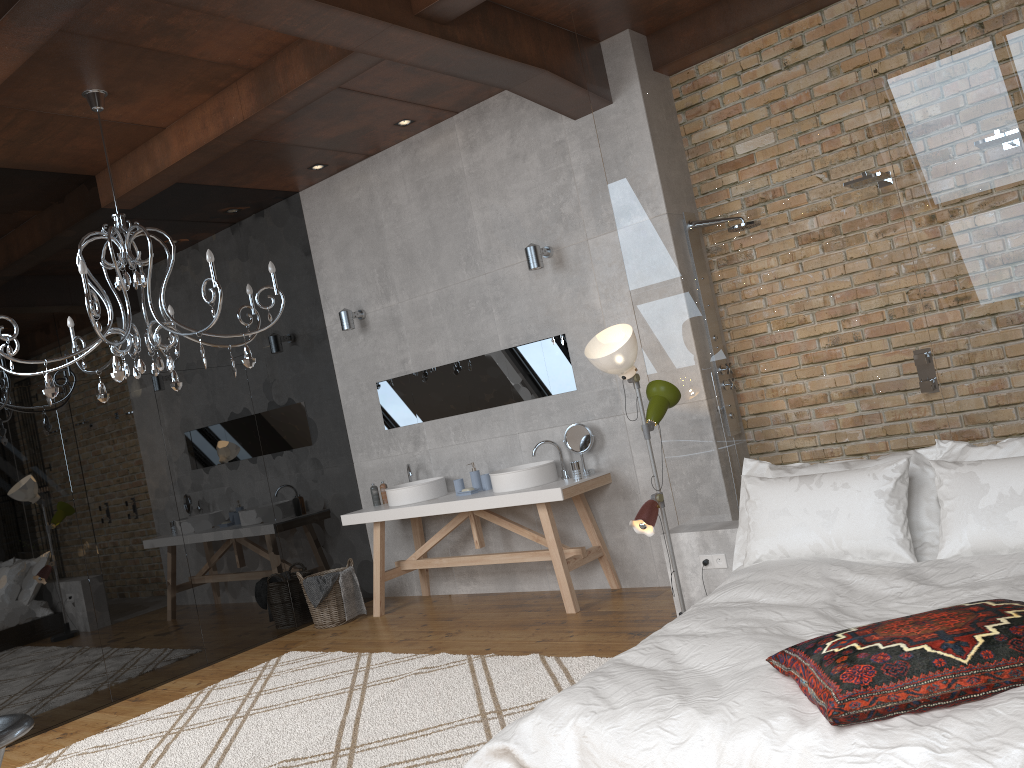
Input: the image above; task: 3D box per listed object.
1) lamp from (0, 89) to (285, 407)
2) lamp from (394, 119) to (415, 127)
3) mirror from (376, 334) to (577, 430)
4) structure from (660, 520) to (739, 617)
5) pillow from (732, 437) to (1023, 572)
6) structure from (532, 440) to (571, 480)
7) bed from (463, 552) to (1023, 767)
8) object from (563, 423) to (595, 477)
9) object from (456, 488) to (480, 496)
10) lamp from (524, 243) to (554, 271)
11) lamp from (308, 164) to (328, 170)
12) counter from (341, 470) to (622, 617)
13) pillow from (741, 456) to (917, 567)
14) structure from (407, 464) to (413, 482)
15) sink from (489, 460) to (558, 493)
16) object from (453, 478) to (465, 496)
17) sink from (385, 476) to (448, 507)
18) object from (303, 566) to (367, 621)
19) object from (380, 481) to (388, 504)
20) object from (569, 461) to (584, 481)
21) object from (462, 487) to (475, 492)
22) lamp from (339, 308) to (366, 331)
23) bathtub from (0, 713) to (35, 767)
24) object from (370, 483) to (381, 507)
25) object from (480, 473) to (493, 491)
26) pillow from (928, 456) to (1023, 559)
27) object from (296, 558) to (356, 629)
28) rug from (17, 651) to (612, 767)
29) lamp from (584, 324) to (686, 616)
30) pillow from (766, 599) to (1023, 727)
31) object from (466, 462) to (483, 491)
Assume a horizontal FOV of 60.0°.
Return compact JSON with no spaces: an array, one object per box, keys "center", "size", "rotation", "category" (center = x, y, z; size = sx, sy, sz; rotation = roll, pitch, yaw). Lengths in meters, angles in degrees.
[{"center":[-2.055,-0.762,4.688],"size":[1.409,1.594,1.409],"rotation":[-11,-2,-29],"category":"lamp"},{"center":[-0.742,-1.815,6.121],"size":[0.115,0.027,0.113],"rotation":[-13,-2,38],"category":"lamp"},{"center":[-0.319,0.014,6.359],"size":[1.838,0.377,0.007],"rotation":[-13,-2,38],"category":"mirror"},{"center":[1.956,0.761,3.765],"size":[2.820,0.494,0.206],"rotation":[-13,-2,38],"category":"structure"},{"center":[1.725,0.474,3.605],"size":[1.746,0.517,0.358],"rotation":[-13,-2,37],"category":"pillow"},{"center":[0.275,0.494,5.809],"size":[0.242,0.268,0.141],"rotation":[-13,-2,33],"category":"structure"},{"center":[1.335,0.888,2.752],"size":[2.300,0.442,2.169],"rotation":[-13,-2,38],"category":"bed"},{"center":[0.441,0.421,5.692],"size":[0.192,0.338,0.118],"rotation":[-11,-1,-6],"category":"object"},{"center":[-0.298,0.742,6.066],"size":[0.147,0.031,0.100],"rotation":[-13,-2,40],"category":"object"},{"center":[0.183,-0.827,5.730],"size":[0.101,0.168,0.243],"rotation":[-13,-2,38],"category":"lamp"},{"center":[-1.470,-1.650,6.707],"size":[0.115,0.027,0.113],"rotation":[-13,-2,38],"category":"lamp"},{"center":[-0.216,1.130,6.110],"size":[2.011,0.765,0.630],"rotation":[-13,-2,38],"category":"counter"},{"center":[1.310,0.555,3.726],"size":[0.744,0.397,0.276],"rotation":[-13,-2,38],"category":"pillow"},{"center":[-0.770,0.731,6.650],"size":[0.242,0.268,0.141],"rotation":[-13,-2,43],"category":"structure"},{"center":[0.079,0.606,5.812],"size":[0.442,0.128,0.445],"rotation":[-12,-1,2],"category":"sink"},{"center":[-0.365,0.718,6.177],"size":[0.075,0.108,0.075],"rotation":[-11,-2,-16],"category":"object"},{"center":[-0.691,0.780,6.431],"size":[0.445,0.128,0.442],"rotation":[-12,-2,20],"category":"sink"},{"center":[-1.330,1.548,6.460],"size":[0.378,0.361,0.357],"rotation":[-13,-2,43],"category":"object"},{"center":[-0.965,0.823,6.724],"size":[0.058,0.172,0.058],"rotation":[-12,-2,24],"category":"object"},{"center":[0.404,0.540,5.531],"size":[0.073,0.111,0.073],"rotation":[-12,-2,30],"category":"object"},{"center":[-0.300,0.728,6.066],"size":[0.084,0.035,0.067],"rotation":[-13,-2,40],"category":"object"},{"center":[-1.227,-0.507,6.865],"size":[0.101,0.168,0.243],"rotation":[-13,-2,38],"category":"lamp"},{"center":[-2.414,1.557,2.973],"size":[1.811,0.652,0.872],"rotation":[-12,-2,11],"category":"bathtub"},{"center":[-1.031,0.835,6.689],"size":[0.058,0.172,0.058],"rotation":[-12,-2,17],"category":"object"},{"center":[-0.175,0.677,6.123],"size":[0.075,0.108,0.075],"rotation":[-11,-2,-31],"category":"object"},{"center":[1.925,0.440,3.236],"size":[0.748,0.385,0.291],"rotation":[-13,-2,38],"category":"pillow"},{"center":[-1.335,1.541,6.509],"size":[0.393,0.432,0.393],"rotation":[-12,-2,30],"category":"object"},{"center":[-0.771,1.574,4.179],"size":[3.139,0.019,1.726],"rotation":[-13,-2,38],"category":"rug"},{"center":[0.700,0.479,4.377],"size":[0.270,1.582,0.561],"rotation":[-13,-2,35],"category":"lamp"},{"center":[1.085,0.693,2.281],"size":[0.748,0.157,0.453],"rotation":[-12,-1,-2],"category":"pillow"},{"center":[-0.255,0.648,6.196],"size":[0.076,0.201,0.076],"rotation":[-13,-2,31],"category":"object"}]
